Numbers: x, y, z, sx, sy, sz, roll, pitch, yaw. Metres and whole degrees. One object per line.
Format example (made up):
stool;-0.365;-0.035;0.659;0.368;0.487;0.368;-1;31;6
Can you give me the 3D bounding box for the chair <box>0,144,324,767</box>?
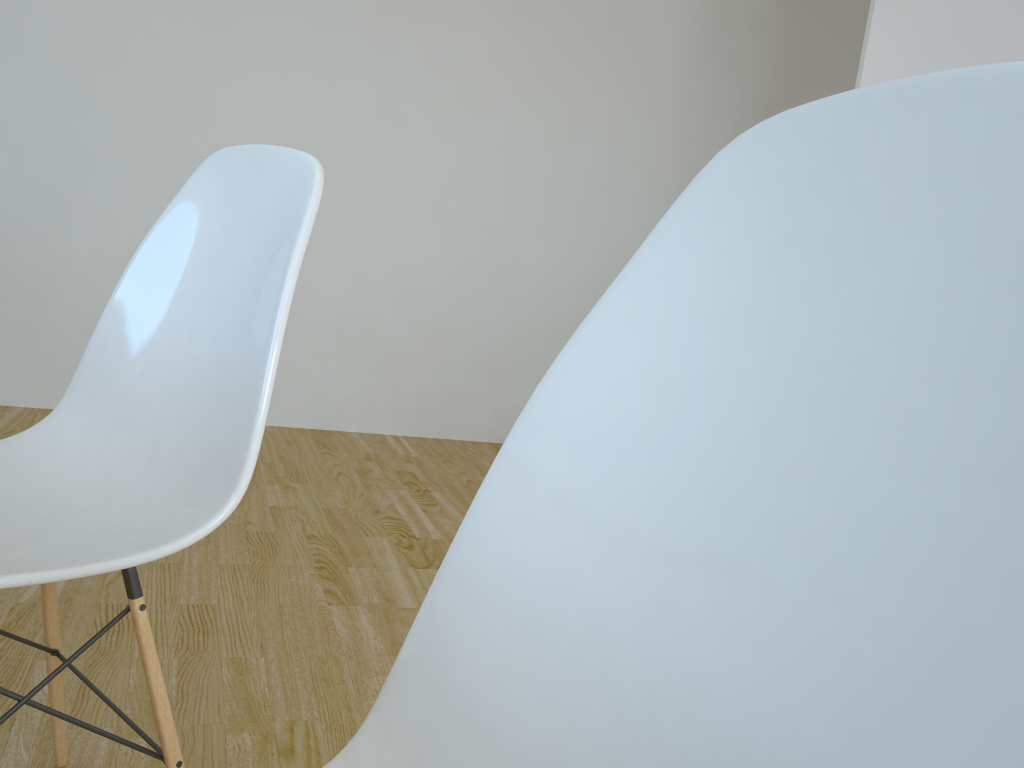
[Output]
chair;-0.538;0.145;0.949;0.433;0.897;0.522;13;7;39
